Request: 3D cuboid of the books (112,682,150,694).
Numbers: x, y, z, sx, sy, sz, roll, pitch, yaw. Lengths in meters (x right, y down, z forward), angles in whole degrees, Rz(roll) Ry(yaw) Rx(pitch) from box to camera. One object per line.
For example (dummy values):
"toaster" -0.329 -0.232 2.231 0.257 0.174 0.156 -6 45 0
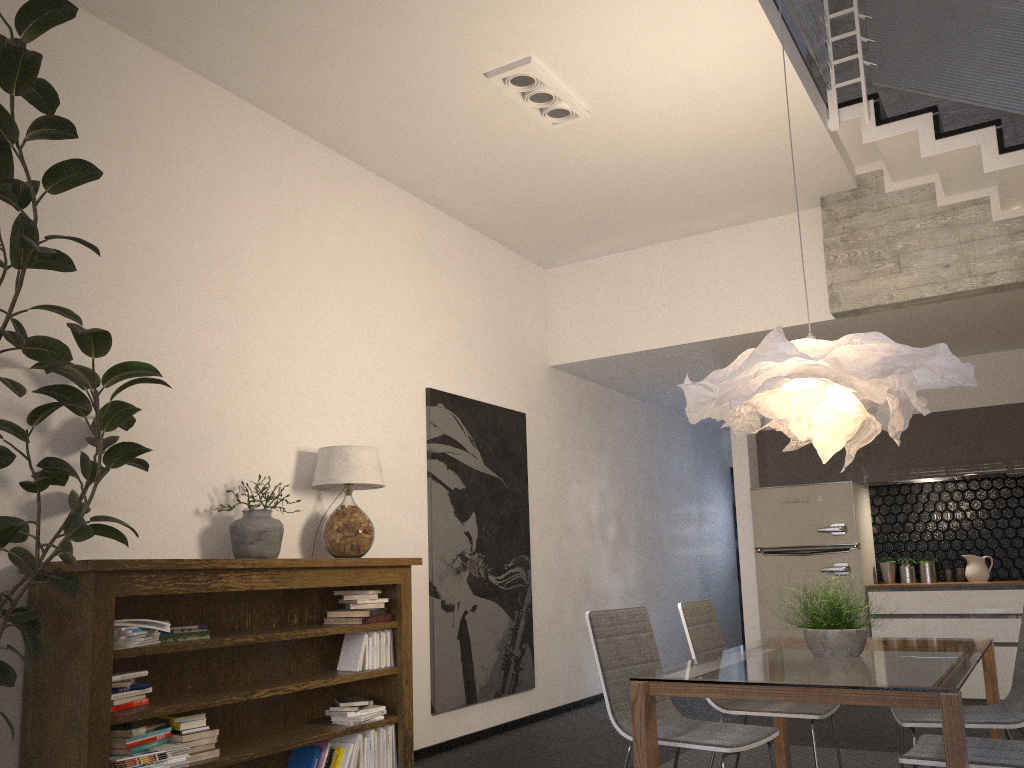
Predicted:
"books" -1.540 1.168 3.398 0.163 0.022 0.233 -9 -14 31

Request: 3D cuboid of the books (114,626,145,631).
"books" -1.546 0.948 3.447 0.252 0.011 0.321 -3 -12 7

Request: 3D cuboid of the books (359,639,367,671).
"books" -0.797 1.367 4.478 0.120 0.156 0.056 -8 -11 30

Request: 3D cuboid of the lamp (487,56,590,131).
"lamp" 0.151 -1.519 4.631 0.254 0.065 0.649 -9 -14 30

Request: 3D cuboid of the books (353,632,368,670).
"books" -0.792 1.360 4.520 0.136 0.187 0.018 -8 -11 31

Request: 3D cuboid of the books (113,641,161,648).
"books" -1.516 1.013 3.454 0.252 0.011 0.321 -3 -12 4

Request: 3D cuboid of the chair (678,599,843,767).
"chair" 1.116 1.436 3.969 0.603 0.911 0.478 -8 -11 31

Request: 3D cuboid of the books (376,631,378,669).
"books" -0.749 1.367 4.558 0.136 0.187 0.015 -8 -11 31

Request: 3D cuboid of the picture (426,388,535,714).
"picture" -0.194 1.117 6.072 0.033 2.010 1.240 -7 -11 30

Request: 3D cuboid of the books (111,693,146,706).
"books" -1.535 1.211 3.404 0.155 0.022 0.207 -4 -12 11

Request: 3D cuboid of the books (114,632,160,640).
"books" -1.531 0.979 3.446 0.253 0.011 0.321 -4 -12 12

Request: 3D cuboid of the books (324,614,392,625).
"books" -0.790 1.212 4.557 0.231 0.034 0.288 -7 -13 23

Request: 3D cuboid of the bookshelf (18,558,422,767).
"bookshelf" -1.149 1.375 3.941 0.452 1.161 1.931 -7 -12 30

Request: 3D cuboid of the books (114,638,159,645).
"books" -1.517 1.005 3.466 0.252 0.011 0.321 -2 -12 0

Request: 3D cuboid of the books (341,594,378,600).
"books" -0.799 1.111 4.626 0.175 0.023 0.245 1 -12 -14

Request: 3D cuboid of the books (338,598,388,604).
"books" -0.779 1.134 4.632 0.175 0.019 0.245 6 -14 -33

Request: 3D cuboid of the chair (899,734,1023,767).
"chair" 1.591 1.179 2.823 0.604 0.911 0.477 -8 -12 33

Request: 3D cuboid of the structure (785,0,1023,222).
"structure" 2.091 -2.199 4.624 4.247 8.236 8.512 -7 -12 30

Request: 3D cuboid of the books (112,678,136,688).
"books" -1.537 1.147 3.407 0.147 0.023 0.223 2 -13 -18

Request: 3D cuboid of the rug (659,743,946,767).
"rug" 1.297 1.765 3.376 2.378 0.006 3.709 -9 -14 30

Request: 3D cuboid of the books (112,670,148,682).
"books" -1.538 1.128 3.418 0.155 0.020 0.207 -5 -12 15

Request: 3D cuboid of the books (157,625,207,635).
"books" -1.398 1.007 3.630 0.167 0.023 0.228 -10 -14 34

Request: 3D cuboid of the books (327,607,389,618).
"books" 1.506 -1.997 5.867 5.395 6.650 0.363 2 -10 -18

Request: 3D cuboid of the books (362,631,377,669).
"books" -0.752 1.363 4.539 0.136 0.187 0.018 -8 -11 31

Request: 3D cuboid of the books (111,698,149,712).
"books" -1.539 1.233 3.404 0.159 0.021 0.226 -5 -12 15

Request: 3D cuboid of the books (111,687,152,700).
"books" -1.537 1.190 3.403 0.175 0.019 0.246 -5 -12 15

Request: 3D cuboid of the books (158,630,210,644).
"books" -1.398 1.037 3.635 0.180 0.033 0.244 -10 -14 33

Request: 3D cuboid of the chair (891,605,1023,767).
"chair" 1.857 1.320 3.530 0.602 0.911 0.479 -5 -10 16

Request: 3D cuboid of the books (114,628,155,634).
"books" -1.540 0.959 3.452 0.252 0.011 0.321 -2 -12 2

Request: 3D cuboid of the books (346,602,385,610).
"books" -0.770 1.157 4.627 0.179 0.029 0.227 2 -12 -17

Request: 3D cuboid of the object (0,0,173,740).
"object" -1.703 0.117 2.749 0.908 3.171 2.029 -3 -10 8

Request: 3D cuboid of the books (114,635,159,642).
"books" -1.516 0.998 3.485 0.252 0.011 0.321 -1 -12 -2

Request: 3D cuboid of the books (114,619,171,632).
"books" -1.513 0.949 3.521 0.273 0.108 0.325 3 -13 -24

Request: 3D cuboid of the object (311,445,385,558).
"object" -0.864 0.633 4.672 0.389 0.577 0.393 -2 -10 0

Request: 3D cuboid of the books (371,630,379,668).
"books" -0.747 1.374 4.593 0.136 0.187 0.018 -8 -11 31

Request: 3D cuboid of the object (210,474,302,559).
"object" -1.202 0.619 4.146 0.386 0.409 0.278 -3 -10 9

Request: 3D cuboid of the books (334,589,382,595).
"books" -0.807 1.089 4.633 0.205 0.022 0.156 -5 -12 16

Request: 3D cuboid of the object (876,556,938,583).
"object" 3.257 1.527 7.283 0.483 0.219 0.173 -8 -12 27

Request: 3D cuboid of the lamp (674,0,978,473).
"lamp" 1.178 -2.194 3.999 1.123 5.167 1.066 -10 -12 41

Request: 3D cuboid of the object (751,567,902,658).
"object" 1.263 0.909 3.521 0.533 0.364 0.672 -7 -12 25

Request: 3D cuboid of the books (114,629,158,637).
"books" -1.525 0.972 3.462 0.252 0.011 0.321 -2 -12 2

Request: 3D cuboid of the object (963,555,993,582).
"object" 3.697 1.462 7.026 0.191 0.213 0.172 -12 -14 43

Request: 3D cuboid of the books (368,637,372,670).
"books" -0.767 1.376 4.527 0.120 0.158 0.016 -8 -11 31

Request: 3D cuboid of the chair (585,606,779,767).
"chair" 0.655 1.329 3.394 0.604 0.911 0.477 -10 -13 40

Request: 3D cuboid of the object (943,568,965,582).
"object" 3.566 1.541 7.136 0.161 0.109 0.078 -10 -13 35

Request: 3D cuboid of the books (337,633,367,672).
"books" -0.806 1.351 4.463 0.136 0.180 0.078 -8 -11 30
